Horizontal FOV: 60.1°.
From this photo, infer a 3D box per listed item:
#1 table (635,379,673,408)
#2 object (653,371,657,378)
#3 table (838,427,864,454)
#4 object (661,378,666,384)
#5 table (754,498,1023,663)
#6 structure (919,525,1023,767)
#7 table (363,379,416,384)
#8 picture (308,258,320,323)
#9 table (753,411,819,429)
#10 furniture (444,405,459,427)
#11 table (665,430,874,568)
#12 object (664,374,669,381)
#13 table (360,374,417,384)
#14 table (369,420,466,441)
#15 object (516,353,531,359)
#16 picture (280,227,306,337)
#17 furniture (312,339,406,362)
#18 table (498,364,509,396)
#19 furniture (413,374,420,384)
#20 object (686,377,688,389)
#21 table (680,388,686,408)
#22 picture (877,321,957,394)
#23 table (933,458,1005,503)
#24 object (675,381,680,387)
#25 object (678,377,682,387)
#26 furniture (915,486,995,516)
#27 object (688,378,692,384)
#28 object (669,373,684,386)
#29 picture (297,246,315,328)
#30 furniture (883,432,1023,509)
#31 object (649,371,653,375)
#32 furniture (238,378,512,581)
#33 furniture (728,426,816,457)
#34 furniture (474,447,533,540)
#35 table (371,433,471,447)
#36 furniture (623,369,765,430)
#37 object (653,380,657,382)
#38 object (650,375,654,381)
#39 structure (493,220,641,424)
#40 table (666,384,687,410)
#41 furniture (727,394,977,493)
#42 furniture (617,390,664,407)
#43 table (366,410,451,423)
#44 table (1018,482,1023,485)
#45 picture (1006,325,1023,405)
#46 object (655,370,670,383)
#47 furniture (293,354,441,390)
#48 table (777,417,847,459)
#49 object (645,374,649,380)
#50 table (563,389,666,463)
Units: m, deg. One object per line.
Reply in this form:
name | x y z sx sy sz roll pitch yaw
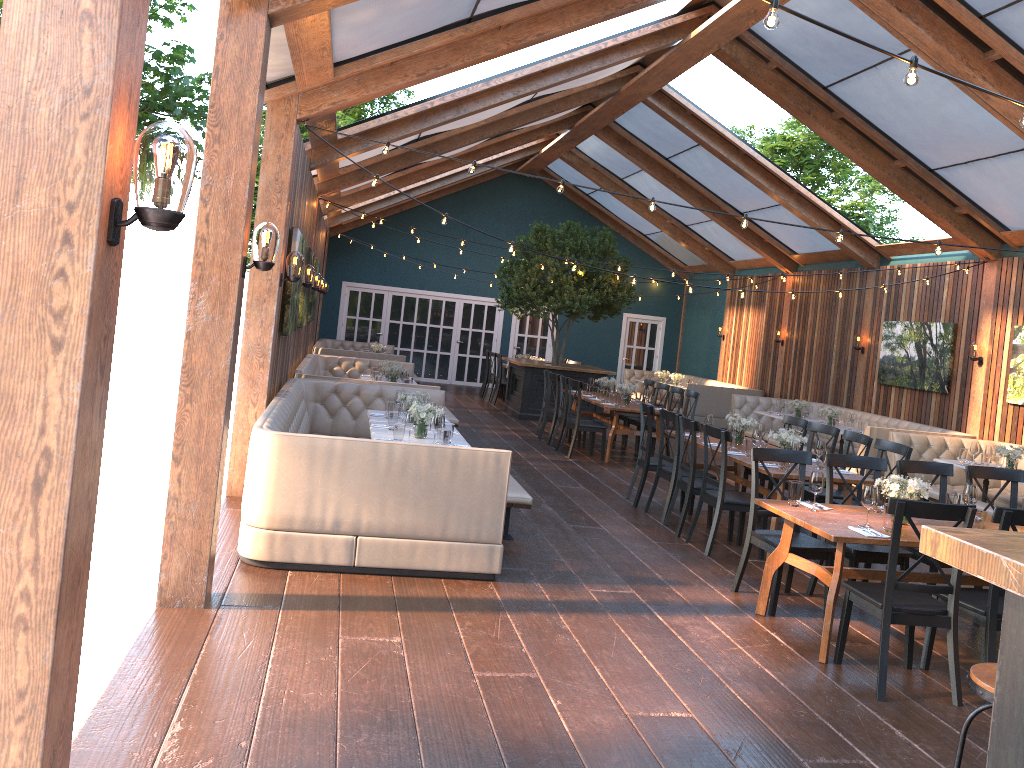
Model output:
table | 3.256 0.292 20.134 0.797 0.672 0.801 6 3 -12
object | 3.219 -0.162 19.992 0.092 0.244 0.092 7 1 31
table | 4.669 0.987 12.572 0.797 0.672 0.801 6 3 -12
object | 3.274 -0.053 19.151 0.091 0.158 0.092 6 1 -24
table | 2.820 1.263 5.537 2.427 0.729 0.953 5 3 -11
structure | 4.459 1.373 2.645 6.792 1.275 0.859 5 2 -11
table | -1.707 0.327 12.195 0.797 0.672 0.801 6 3 -11
picture | -3.200 -1.502 14.282 0.065 0.997 1.655 6 3 -11
table | 4.369 0.840 14.176 0.797 0.672 0.801 6 3 -12
furniture | -1.048 0.526 12.323 0.312 0.398 2.336 6 4 -11
table | 2.276 1.005 8.315 0.949 0.729 2.439 6 4 -11
object | 3.353 -0.093 19.231 0.092 0.244 0.092 7 1 37
table | -1.857 0.253 12.997 0.797 0.672 0.801 6 3 -12
table | -0.878 0.735 7.753 0.797 0.672 0.801 6 3 -11
object | 0.251 -0.524 19.299 0.328 0.309 0.337 6 2 -13
picture | -2.172 -1.001 8.846 0.065 0.997 1.655 6 3 -11
furniture | -3.188 -0.349 18.070 1.707 0.858 4.172 6 4 -11
table | 0.324 0.045 18.768 0.949 0.729 2.439 6 4 -11
furniture | -2.164 -0.023 18.291 0.312 0.398 2.336 6 4 -11
object | 3.706 -0.014 18.656 0.092 0.244 0.092 7 1 37
table | 3.556 0.440 18.530 0.797 0.672 0.801 6 3 -12
picture | 6.018 -0.433 13.232 0.065 0.997 1.655 6 3 -11
table | 5.199 1.248 9.734 0.797 0.672 0.801 6 3 -12
object | 3.424 0.019 18.369 0.091 0.158 0.092 6 1 -24
object | 3.502 -0.021 18.449 0.092 0.244 0.092 7 1 37
furniture | 4.677 1.395 8.809 0.312 0.398 2.336 6 4 -11
object | 3.699 0.002 18.421 0.092 0.244 0.092 7 1 37
object | 3.528 -0.091 19.003 0.337 0.309 0.328 8 3 31
picture | -2.690 -1.254 11.588 0.065 0.997 1.655 6 3 -11
furniture | 5.789 1.269 9.008 1.707 0.858 4.172 6 4 -11
object | 3.187 -0.183 20.232 0.092 0.244 0.092 7 1 31
furniture | -1.246 0.606 7.670 1.707 0.858 4.172 6 4 -11
furniture | 3.848 0.987 13.250 0.312 0.398 2.336 6 4 -11
furniture | -0.219 0.933 7.881 0.312 0.398 2.336 6 4 -11
table | -0.728 0.808 6.951 0.797 0.672 0.801 6 3 -12
furniture | 3.850 0.315 19.389 1.707 0.858 4.172 6 4 -11
object | 3.241 -0.075 20.385 0.157 0.019 0.256 5 4 -11
object | 3.140 -0.122 19.912 0.091 0.158 0.092 6 1 -24
structure | 0.935 -1.210 16.390 2.713 3.694 2.856 6 2 -2
table | 3.406 0.366 19.332 0.797 0.672 0.801 6 3 -11
furniture | 4.959 0.860 13.453 1.707 0.858 4.172 6 4 -11
furniture | 2.733 0.439 19.219 0.312 0.398 2.336 6 4 -11
table | -1.027 0.661 8.555 0.797 0.672 0.801 6 3 -12
table | 5.348 1.321 8.932 0.797 0.672 0.801 6 3 -11
picture | 6.537 -0.180 10.491 0.065 0.997 1.655 6 3 -11
object | 3.361 -0.167 19.817 0.330 0.309 0.335 8 3 44
furniture | -2.078 0.197 12.125 1.707 0.858 4.172 6 4 -11
table | 4.519 0.913 13.374 0.797 0.672 0.801 6 3 -11
object | 3.102 -0.154 20.307 0.091 0.158 0.092 6 1 -24
table | 1.448 0.598 12.749 0.949 0.729 2.439 6 4 -11
